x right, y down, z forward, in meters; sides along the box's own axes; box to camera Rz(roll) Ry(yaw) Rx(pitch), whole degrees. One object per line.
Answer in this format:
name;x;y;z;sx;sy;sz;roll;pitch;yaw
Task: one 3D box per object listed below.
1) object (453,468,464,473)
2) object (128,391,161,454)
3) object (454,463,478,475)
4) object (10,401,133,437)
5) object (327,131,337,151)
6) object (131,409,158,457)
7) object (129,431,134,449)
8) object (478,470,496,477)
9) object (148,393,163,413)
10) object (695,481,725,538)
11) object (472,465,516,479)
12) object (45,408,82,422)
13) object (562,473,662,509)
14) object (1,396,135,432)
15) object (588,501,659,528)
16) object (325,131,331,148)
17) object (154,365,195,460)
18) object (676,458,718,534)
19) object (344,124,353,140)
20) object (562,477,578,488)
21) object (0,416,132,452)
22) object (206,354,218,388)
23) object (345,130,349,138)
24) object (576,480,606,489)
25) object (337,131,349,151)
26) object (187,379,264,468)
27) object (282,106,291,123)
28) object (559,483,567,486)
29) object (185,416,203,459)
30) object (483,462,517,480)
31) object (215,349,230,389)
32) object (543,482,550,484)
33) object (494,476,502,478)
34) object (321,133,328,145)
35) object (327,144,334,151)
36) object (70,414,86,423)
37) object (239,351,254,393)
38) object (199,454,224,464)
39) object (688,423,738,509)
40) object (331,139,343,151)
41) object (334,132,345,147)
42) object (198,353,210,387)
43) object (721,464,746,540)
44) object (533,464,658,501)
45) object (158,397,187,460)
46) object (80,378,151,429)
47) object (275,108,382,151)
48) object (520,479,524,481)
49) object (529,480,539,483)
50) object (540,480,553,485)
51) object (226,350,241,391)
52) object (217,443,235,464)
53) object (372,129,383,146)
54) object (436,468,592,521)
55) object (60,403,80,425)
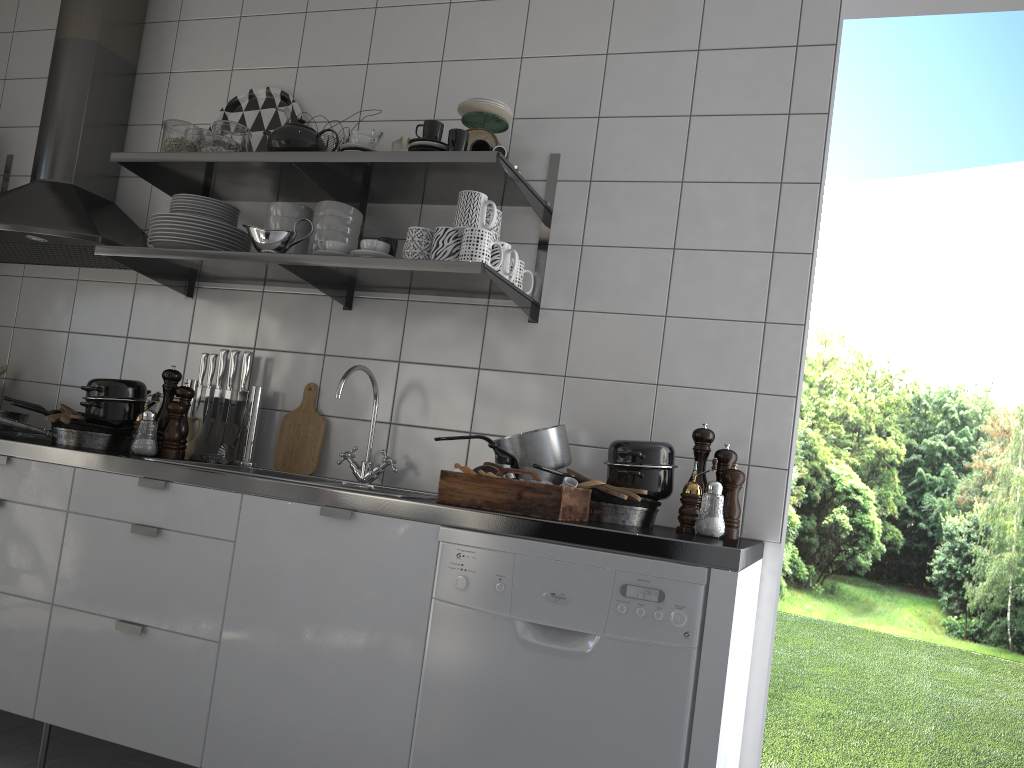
object;-0.119;0.221;2.056;0.049;0.048;0.048;5;-6;31
object;-1.082;0.115;2.629;0.080;0.192;0.058;7;-4;9
object;-0.067;0.238;2.055;0.030;0.093;0.216;11;-7;-44
object;-1.323;0.120;2.678;0.348;0.082;0.243;11;-7;-28
object;-0.587;-0.714;2.831;0.025;0.226;0.086;8;-4;-10
object;-1.058;0.141;2.567;0.069;0.135;0.069;8;-4;0
object;-1.302;0.115;2.947;0.101;0.201;0.081;7;-4;10
object;-0.007;0.247;2.030;0.030;0.084;0.220;12;-7;-44
object;-1.185;0.131;2.954;0.100;0.201;0.081;4;-5;40
object;0.480;0.300;2.129;0.069;0.135;0.069;8;-4;0
object;-0.050;0.249;2.156;0.118;0.099;0.085;6;-5;14
object;-1.336;0.092;2.616;0.064;0.044;0.335;9;-6;-13
object;0.215;0.279;2.239;0.348;0.082;0.243;11;-7;-28
object;-1.309;0.107;2.674;0.245;0.080;0.357;5;-7;28
object;0.198;0.314;2.265;0.351;0.060;0.233;8;-6;-1
object;-0.615;-0.718;2.848;0.029;0.232;0.063;7;-4;9
object;-1.031;0.084;2.702;0.123;0.282;0.061;6;-4;25
object;0.457;0.274;2.190;0.080;0.192;0.058;7;-4;9
object;-0.554;-0.714;2.783;0.085;0.226;0.027;7;-4;3
object;0.128;0.244;2.055;0.050;0.058;0.053;6;-5;14
object;-1.340;0.156;2.703;0.351;0.060;0.233;8;-6;-1
object;-0.982;-0.042;2.899;0.027;0.114;0.019;7;-4;16
object;-0.553;-0.706;2.804;0.069;0.216;0.020;11;-5;-44
object;0.090;0.263;2.116;0.270;0.094;0.051;5;-5;25
object;-0.553;-0.697;2.759;0.062;0.189;0.023;7;-4;2
object;-0.948;0.127;2.868;0.321;0.260;0.067;6;-4;20
object;-0.687;-0.743;2.759;0.113;0.249;0.021;6;-4;25
object;0.106;0.255;2.003;0.040;0.063;0.069;9;-5;-21
object;-1.054;0.161;2.800;0.116;0.144;0.127;10;-6;-31
object;0.049;0.257;2.157;0.265;0.106;0.048;6;-4;17
object;-0.944;-0.048;2.886;0.033;0.132;0.022;6;-4;25
object;0.079;0.249;1.967;0.069;0.060;0.044;4;-6;38
object;-0.034;0.231;2.020;0.050;0.043;0.050;9;-5;-20
object;-0.616;-0.714;2.827;0.028;0.220;0.100;8;-4;-8
object;-0.613;-0.693;2.805;0.023;0.174;0.098;5;-5;32
object;-1.297;0.105;2.649;0.065;0.021;0.337;9;-6;-16
object;-0.852;-0.039;2.851;0.046;0.132;0.022;6;-4;24
object;-0.927;0.228;2.732;0.072;0.031;0.070;6;-6;20
object;0.508;0.243;2.264;0.123;0.282;0.061;6;-4;25
object;-0.577;-0.696;2.776;0.023;0.186;0.081;5;-5;29
object;-0.572;-0.697;2.741;0.090;0.180;0.023;8;-4;-7
object;-1.015;-0.046;2.912;0.027;0.114;0.019;7;-4;16
object;0.538;0.288;2.181;0.059;0.184;0.058;11;-5;-41
object;0.229;0.266;2.236;0.245;0.080;0.357;5;-7;28
object;-1.000;0.129;2.619;0.059;0.184;0.058;11;-5;-41
object;-1.211;0.060;2.707;0.190;0.158;0.197;9;-5;-18
object;-0.600;-0.744;2.777;0.378;0.278;0.198;7;-5;3
object;0.006;0.254;2.119;0.054;0.059;0.068;6;-5;16
object;0.047;0.247;2.033;0.055;0.052;0.034;7;-4;7
object;0.078;0.247;1.973;0.042;0.062;0.069;11;-6;-39
object;-0.904;-0.044;2.871;0.033;0.132;0.022;6;-4;25
object;-0.896;0.220;2.794;0.069;0.068;0.029;5;-5;25
object;-0.452;-0.697;2.728;0.104;0.203;0.077;6;-4;18
object;0.010;0.249;2.074;0.300;0.100;0.212;5;-6;23
object;-1.321;0.088;2.622;0.059;0.060;0.334;10;-6;-21
